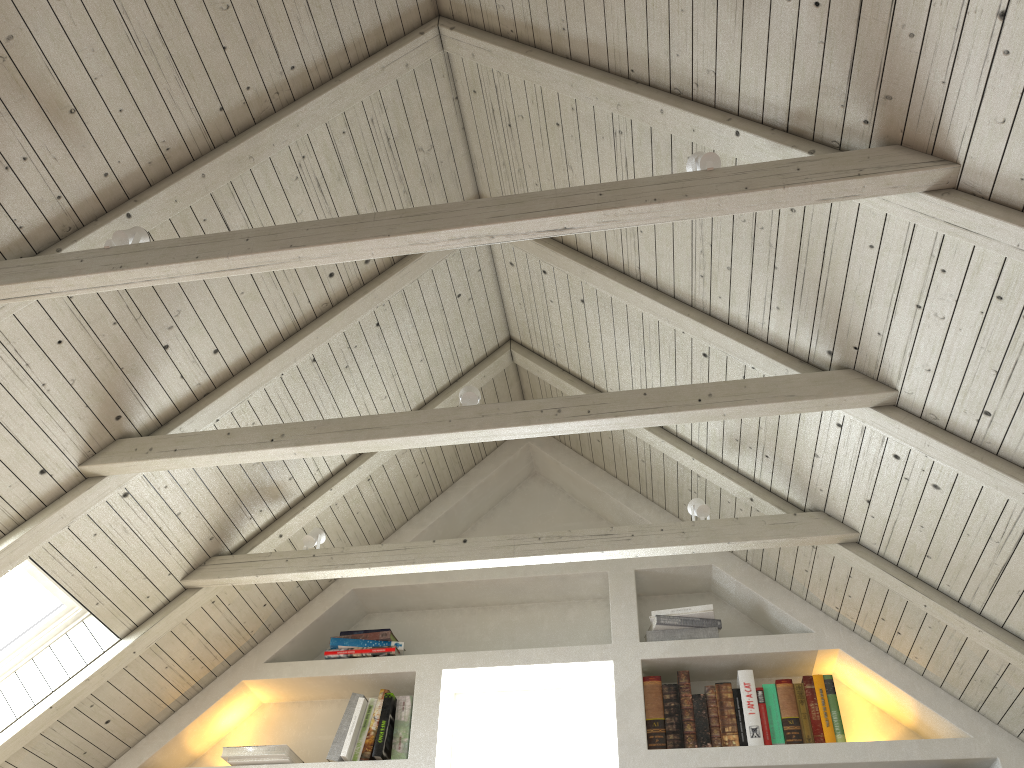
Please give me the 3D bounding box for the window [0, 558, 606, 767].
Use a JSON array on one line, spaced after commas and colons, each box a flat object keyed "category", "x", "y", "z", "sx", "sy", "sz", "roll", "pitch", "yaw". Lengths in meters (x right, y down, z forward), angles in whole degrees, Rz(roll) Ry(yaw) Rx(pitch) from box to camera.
[{"category": "window", "x": -1.050, "y": 1.012, "z": 2.295, "sx": 3.105, "sy": 1.289, "sz": 1.487, "roll": 10, "pitch": -41, "yaw": -10}]
